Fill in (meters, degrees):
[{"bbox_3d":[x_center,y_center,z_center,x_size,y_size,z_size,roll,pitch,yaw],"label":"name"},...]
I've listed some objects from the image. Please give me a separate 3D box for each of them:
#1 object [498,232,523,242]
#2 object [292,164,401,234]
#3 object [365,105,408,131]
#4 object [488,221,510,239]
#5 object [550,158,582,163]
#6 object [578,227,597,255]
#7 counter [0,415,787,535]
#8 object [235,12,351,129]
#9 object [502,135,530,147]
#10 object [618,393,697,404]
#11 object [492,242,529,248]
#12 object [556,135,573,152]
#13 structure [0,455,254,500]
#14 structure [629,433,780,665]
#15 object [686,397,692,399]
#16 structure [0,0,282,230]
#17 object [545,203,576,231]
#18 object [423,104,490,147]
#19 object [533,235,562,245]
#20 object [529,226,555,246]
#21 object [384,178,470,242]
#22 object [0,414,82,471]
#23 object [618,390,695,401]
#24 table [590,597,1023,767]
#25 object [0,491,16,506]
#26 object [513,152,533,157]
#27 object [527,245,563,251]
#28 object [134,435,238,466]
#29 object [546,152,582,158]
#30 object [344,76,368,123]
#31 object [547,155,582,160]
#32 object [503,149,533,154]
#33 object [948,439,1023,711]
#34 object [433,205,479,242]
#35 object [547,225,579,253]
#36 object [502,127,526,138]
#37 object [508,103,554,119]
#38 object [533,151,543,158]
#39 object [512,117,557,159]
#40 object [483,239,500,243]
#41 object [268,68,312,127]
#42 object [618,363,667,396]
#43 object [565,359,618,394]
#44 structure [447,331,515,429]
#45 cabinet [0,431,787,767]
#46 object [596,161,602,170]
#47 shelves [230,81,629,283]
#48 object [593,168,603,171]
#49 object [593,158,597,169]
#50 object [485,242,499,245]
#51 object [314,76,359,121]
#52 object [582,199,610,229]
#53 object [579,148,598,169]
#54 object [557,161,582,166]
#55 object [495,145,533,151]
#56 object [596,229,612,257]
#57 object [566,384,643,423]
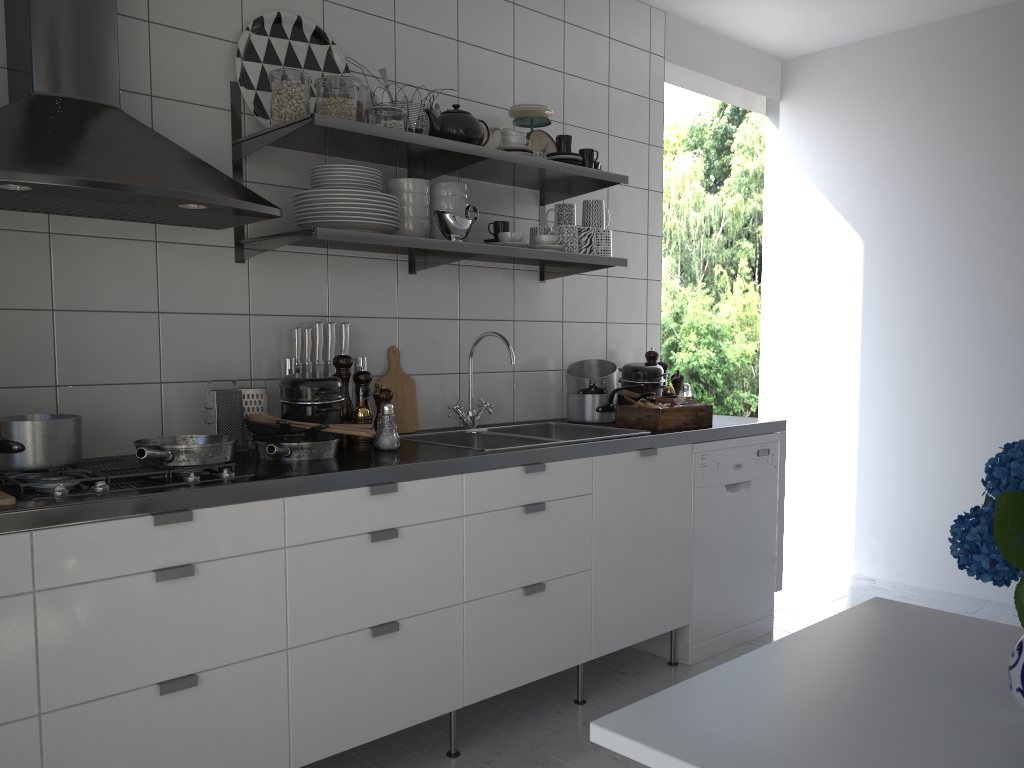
[{"bbox_3d":[-0.004,-0.461,2.855,0.082,0.048,0.079,3,4,39],"label":"object"},{"bbox_3d":[-0.474,-0.512,2.543,0.306,0.195,0.300,-3,4,-39],"label":"object"},{"bbox_3d":[-0.358,-0.741,2.525,0.121,0.079,0.121,2,4,33],"label":"object"},{"bbox_3d":[-0.044,-0.511,3.006,0.070,0.078,0.055,1,4,7],"label":"object"},{"bbox_3d":[0.177,-0.743,3.000,0.121,0.021,0.121,-2,4,-39],"label":"object"},{"bbox_3d":[0.260,-0.490,3.089,0.083,0.100,0.108,3,5,36],"label":"object"},{"bbox_3d":[-0.314,0.205,2.630,3.235,0.045,0.649,-3,4,-43],"label":"counter"},{"bbox_3d":[-0.642,-0.904,2.644,0.394,0.395,0.053,-4,6,-43],"label":"object"},{"bbox_3d":[0.008,-0.767,2.856,0.082,0.050,0.079,1,4,20],"label":"object"},{"bbox_3d":[0.557,0.058,3.478,0.335,0.044,0.064,1,3,13],"label":"object"},{"bbox_3d":[-0.005,-0.441,2.858,0.121,0.021,0.121,3,4,44],"label":"object"},{"bbox_3d":[0.170,-0.797,2.991,0.070,0.078,0.055,-2,4,-23],"label":"object"},{"bbox_3d":[-0.919,0.197,2.047,0.466,0.029,0.489,-3,4,-43],"label":"structure"},{"bbox_3d":[0.666,0.587,3.481,0.573,0.794,0.507,-4,6,-43],"label":"structure"},{"bbox_3d":[0.545,0.060,3.530,0.336,0.021,0.065,0,3,10],"label":"object"},{"bbox_3d":[-0.988,-0.961,2.020,0.867,1.096,0.471,-4,6,-43],"label":"structure"},{"bbox_3d":[0.179,-0.596,3.202,0.108,0.100,0.082,1,4,16],"label":"object"},{"bbox_3d":[-0.167,-0.781,2.715,0.200,0.143,0.177,0,4,-2],"label":"object"},{"bbox_3d":[0.109,-0.465,2.929,0.079,0.048,0.082,-2,4,-31],"label":"object"},{"bbox_3d":[0.112,-0.490,3.068,0.108,0.100,0.082,-1,4,-9],"label":"object"},{"bbox_3d":[-0.270,-0.537,2.830,0.150,0.217,0.309,4,5,44],"label":"object"},{"bbox_3d":[-1.073,0.112,1.922,0.200,0.154,0.347,0,3,-4],"label":"object"},{"bbox_3d":[0.559,0.051,3.493,0.334,0.061,0.059,0,4,4],"label":"object"},{"bbox_3d":[1.020,0.777,0.770,0.813,0.662,1.823,-3,4,-43],"label":"table"},{"bbox_3d":[-1.133,0.224,1.645,0.330,0.012,0.220,-3,4,-43],"label":"object"},{"bbox_3d":[0.009,-0.727,2.862,0.121,0.021,0.121,-2,4,-39],"label":"object"},{"bbox_3d":[0.109,-0.444,2.932,0.121,0.021,0.121,-2,4,-39],"label":"object"},{"bbox_3d":[-0.793,0.152,2.041,0.232,0.061,0.351,1,3,25],"label":"object"},{"bbox_3d":[0.176,-0.762,2.997,0.121,0.023,0.121,0,3,-3],"label":"object"},{"bbox_3d":[-0.477,-0.789,2.561,0.121,0.171,0.121,-2,5,-24],"label":"object"},{"bbox_3d":[0.178,-0.753,3.000,0.121,0.023,0.121,-1,3,-12],"label":"object"},{"bbox_3d":[0.009,-0.737,2.861,0.121,0.021,0.121,-2,4,-39],"label":"object"},{"bbox_3d":[0.678,0.242,1.104,0.265,0.378,0.236,-4,6,-41],"label":"object"},{"bbox_3d":[-0.167,-0.490,2.717,0.102,0.135,0.209,2,4,29],"label":"object"},{"bbox_3d":[0.175,-0.488,3.030,0.108,0.100,0.082,1,4,16],"label":"object"},{"bbox_3d":[0.008,-0.796,2.854,0.083,0.068,0.078,-2,4,-28],"label":"object"},{"bbox_3d":[0.069,-0.963,3.166,0.164,0.047,0.162,0,3,6],"label":"object"},{"bbox_3d":[0.050,-0.754,2.982,0.079,0.048,0.082,-2,4,-31],"label":"object"},{"bbox_3d":[0.079,-0.836,3.172,0.159,0.209,0.185,-4,6,-43],"label":"object"},{"bbox_3d":[-0.037,-0.476,3.009,0.121,0.023,0.121,1,3,27],"label":"object"},{"bbox_3d":[-0.623,-0.786,2.494,0.121,0.171,0.121,-2,5,-24],"label":"object"},{"bbox_3d":[0.532,-0.007,3.619,0.197,0.159,0.190,1,4,8],"label":"object"},{"bbox_3d":[0.279,-0.007,3.351,0.202,0.169,0.370,2,3,24],"label":"object"},{"bbox_3d":[-0.082,-0.006,3.088,0.274,0.354,0.188,2,5,23],"label":"structure"},{"bbox_3d":[-0.310,0.623,2.662,3.234,0.798,0.661,-3,5,-43],"label":"cabinet"},{"bbox_3d":[0.273,-0.773,3.148,0.082,0.059,0.069,2,4,24],"label":"object"},{"bbox_3d":[-0.649,-0.601,2.403,2.537,0.514,0.426,-3,5,-43],"label":"shelves"},{"bbox_3d":[0.264,-0.740,3.130,0.121,0.021,0.121,-2,4,-39],"label":"object"},{"bbox_3d":[0.256,-0.765,3.115,0.080,0.058,0.069,1,4,19],"label":"object"},{"bbox_3d":[-0.034,-0.467,3.010,0.121,0.023,0.121,1,3,18],"label":"object"},{"bbox_3d":[-0.479,-0.762,2.422,0.121,0.130,0.121,2,5,32],"label":"object"},{"bbox_3d":[0.298,-0.592,3.112,0.108,0.100,0.082,-1,4,-9],"label":"object"},{"bbox_3d":[0.263,-0.764,3.042,0.070,0.077,0.055,1,4,10],"label":"object"},{"bbox_3d":[0.177,-0.734,3.001,0.121,0.021,0.121,1,3,24],"label":"object"},{"bbox_3d":[0.006,-0.747,2.858,0.121,0.024,0.121,3,4,42],"label":"object"},{"bbox_3d":[0.321,-0.493,3.146,0.083,0.100,0.108,3,5,36],"label":"object"},{"bbox_3d":[0.373,0.070,3.394,0.347,0.154,0.199,2,4,31],"label":"object"}]
